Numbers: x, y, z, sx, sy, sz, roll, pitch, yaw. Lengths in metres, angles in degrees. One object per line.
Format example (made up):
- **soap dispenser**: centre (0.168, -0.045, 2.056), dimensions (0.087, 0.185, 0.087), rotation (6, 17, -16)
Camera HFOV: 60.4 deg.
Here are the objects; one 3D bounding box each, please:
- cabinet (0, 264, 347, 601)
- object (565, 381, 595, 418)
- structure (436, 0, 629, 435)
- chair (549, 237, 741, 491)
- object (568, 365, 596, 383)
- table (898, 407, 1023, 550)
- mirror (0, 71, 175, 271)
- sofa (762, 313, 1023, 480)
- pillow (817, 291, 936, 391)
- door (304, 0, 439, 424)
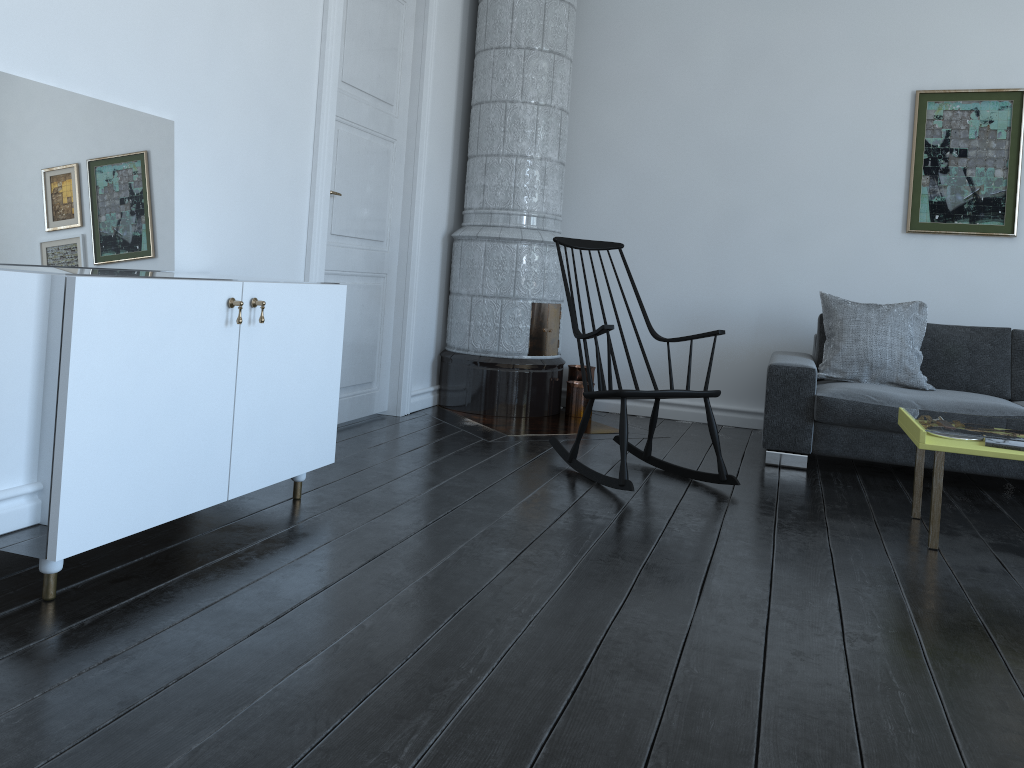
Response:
- **cabinet**: centre (-1.014, 0.051, 2.528), dimensions (0.591, 0.733, 1.204), rotation (5, 5, 17)
- **object**: centre (0.405, 0.092, 5.288), dimensions (0.174, 0.199, 0.172), rotation (4, 3, 7)
- **structure**: centre (0.134, -1.265, 5.193), dimensions (0.775, 2.887, 1.276), rotation (4, 1, -28)
- **chair**: centre (0.505, -0.125, 3.788), dimensions (0.610, 1.003, 0.912), rotation (3, 3, -28)
- **object**: centre (0.424, 0.031, 5.471), dimensions (0.173, 0.280, 0.176), rotation (5, 2, 17)
- **table**: centre (2.063, 0.390, 2.923), dimensions (1.404, 0.399, 0.602), rotation (6, 5, 18)
- **mirror**: centre (-1.239, -0.597, 2.615), dimensions (0.054, 0.501, 0.698), rotation (4, 4, 17)
- **sofa**: centre (2.470, 0.097, 4.259), dimensions (2.379, 0.722, 1.087), rotation (6, 5, 18)
- **pillow**: centre (2.582, -0.142, 4.341), dimensions (2.062, 0.492, 0.479), rotation (7, 4, 22)
- **door**: centre (-0.715, -1.019, 4.379), dimensions (0.116, 2.472, 1.169), rotation (4, 1, 17)
